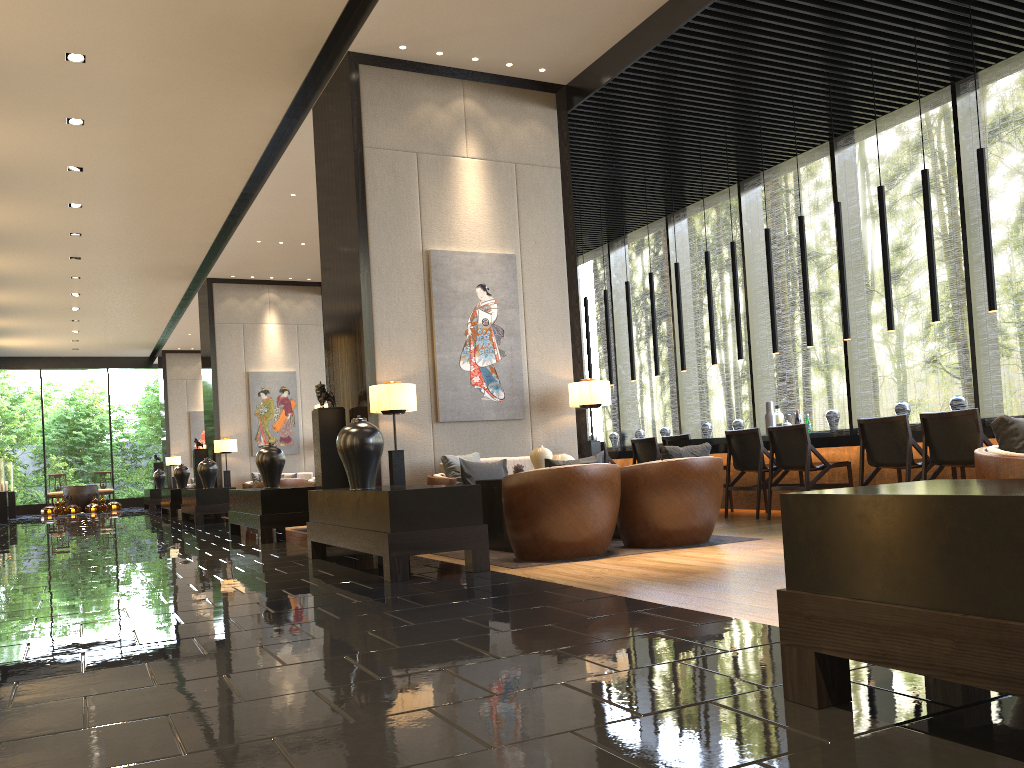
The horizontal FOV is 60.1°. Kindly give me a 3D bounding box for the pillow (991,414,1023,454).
[{"bbox_3d":[1.730,0.269,2.820,0.398,0.361,0.223,-2,-3,-26],"label":"pillow"}]

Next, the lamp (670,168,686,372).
[{"bbox_3d":[1.918,-1.352,10.294,0.060,2.416,0.060,-2,-2,-31],"label":"lamp"}]

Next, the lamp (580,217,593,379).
[{"bbox_3d":[1.012,-1.134,12.130,0.060,2.416,0.060,-2,-2,-31],"label":"lamp"}]

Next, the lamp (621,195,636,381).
[{"bbox_3d":[1.463,-1.243,11.216,0.060,2.416,0.060,-2,-2,-31],"label":"lamp"}]

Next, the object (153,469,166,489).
[{"bbox_3d":[-8.812,2.366,22.137,0.311,0.492,0.312,-3,-3,-8],"label":"object"}]

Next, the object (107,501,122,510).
[{"bbox_3d":[-10.675,3.270,23.747,0.370,0.229,0.370,-6,-5,36],"label":"object"}]

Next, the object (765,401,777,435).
[{"bbox_3d":[2.650,0.353,9.079,0.113,0.344,0.113,-2,-2,-31],"label":"object"}]

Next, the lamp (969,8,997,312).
[{"bbox_3d":[3.623,-1.761,6.838,0.060,2.416,0.060,-3,-2,-21],"label":"lamp"}]

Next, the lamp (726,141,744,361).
[{"bbox_3d":[2.352,-1.456,9.414,0.060,2.416,0.060,-2,-2,-31],"label":"lamp"}]

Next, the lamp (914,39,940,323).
[{"bbox_3d":[3.402,-1.708,7.287,0.060,2.416,0.060,-2,-2,-31],"label":"lamp"}]

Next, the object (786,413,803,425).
[{"bbox_3d":[2.940,0.410,9.210,0.168,0.219,0.169,-2,-3,-31],"label":"object"}]

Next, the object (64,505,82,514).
[{"bbox_3d":[-11.309,3.224,22.805,0.369,0.229,0.371,-3,-4,-4],"label":"object"}]

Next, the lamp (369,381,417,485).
[{"bbox_3d":[-0.932,0.658,7.161,0.375,1.345,0.375,-4,-2,25],"label":"lamp"}]

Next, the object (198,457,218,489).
[{"bbox_3d":[-4.821,1.408,14.047,0.311,0.492,0.312,-3,-3,-8],"label":"object"}]

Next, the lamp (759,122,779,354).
[{"bbox_3d":[2.583,-1.511,8.946,0.060,2.416,0.060,-2,-2,-31],"label":"lamp"}]

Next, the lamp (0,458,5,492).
[{"bbox_3d":[-11.287,1.996,19.359,0.336,0.728,0.338,-2,-3,-25],"label":"lamp"}]

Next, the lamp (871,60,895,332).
[{"bbox_3d":[3.205,-1.661,7.686,0.060,2.416,0.060,-2,-2,-31],"label":"lamp"}]

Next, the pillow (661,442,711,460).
[{"bbox_3d":[1.178,0.590,6.060,0.398,0.361,0.223,-2,-3,-26],"label":"pillow"}]

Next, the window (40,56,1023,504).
[{"bbox_3d":[-3.901,-0.187,11.923,12.044,4.217,32.003,-1,-6,-26],"label":"window"}]

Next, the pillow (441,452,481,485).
[{"bbox_3d":[-0.389,0.777,7.439,0.201,0.399,0.433,-6,-4,42],"label":"pillow"}]

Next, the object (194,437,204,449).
[{"bbox_3d":[-5.620,1.063,15.870,0.161,0.217,0.102,-1,-3,-38],"label":"object"}]

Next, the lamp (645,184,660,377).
[{"bbox_3d":[1.690,-1.297,10.756,0.060,2.416,0.060,-2,-2,-31],"label":"lamp"}]

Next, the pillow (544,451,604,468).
[{"bbox_3d":[0.411,0.606,5.677,0.441,0.337,0.205,-2,-3,-19],"label":"pillow"}]

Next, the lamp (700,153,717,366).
[{"bbox_3d":[2.162,-1.410,9.800,0.060,2.416,0.060,-2,-2,-31],"label":"lamp"}]

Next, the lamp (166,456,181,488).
[{"bbox_3d":[-8.849,2.556,23.210,0.375,1.348,0.375,-4,-2,3],"label":"lamp"}]

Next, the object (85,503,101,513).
[{"bbox_3d":[-10.898,3.218,23.014,0.369,0.229,0.371,-2,-5,-24],"label":"object"}]

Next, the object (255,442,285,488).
[{"bbox_3d":[-2.602,0.876,9.549,0.312,0.492,0.311,-6,-4,45],"label":"object"}]

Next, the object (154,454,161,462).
[{"bbox_3d":[-9.581,2.000,23.905,0.176,0.245,0.116,-2,-3,-21],"label":"object"}]

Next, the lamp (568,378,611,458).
[{"bbox_3d":[0.735,0.630,7.988,0.375,1.348,0.375,-4,-2,3],"label":"lamp"}]

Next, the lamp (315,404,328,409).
[{"bbox_3d":[-1.730,0.864,8.780,0.375,1.316,0.375,-4,-2,17],"label":"lamp"}]

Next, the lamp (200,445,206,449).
[{"bbox_3d":[-5.675,1.794,16.775,0.375,1.348,0.376,-3,-2,-8],"label":"lamp"}]

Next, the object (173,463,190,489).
[{"bbox_3d":[-6.523,1.816,17.497,0.311,0.492,0.312,-3,-3,-8],"label":"object"}]

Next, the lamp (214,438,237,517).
[{"bbox_3d":[-4.876,1.602,15.155,0.375,1.348,0.376,-3,-2,-8],"label":"lamp"}]

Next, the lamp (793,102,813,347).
[{"bbox_3d":[2.789,-1.561,8.529,0.060,2.416,0.060,-2,-2,-31],"label":"lamp"}]

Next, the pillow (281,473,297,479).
[{"bbox_3d":[-3.510,1.546,13.623,0.441,0.337,0.205,-2,-3,-19],"label":"pillow"}]

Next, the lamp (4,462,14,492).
[{"bbox_3d":[-12.584,2.307,21.989,0.336,0.728,0.338,-2,-3,-39],"label":"lamp"}]

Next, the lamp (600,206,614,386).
[{"bbox_3d":[1.237,-1.188,11.675,0.060,2.416,0.060,-2,-2,-31],"label":"lamp"}]

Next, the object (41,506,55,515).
[{"bbox_3d":[-12.063,3.293,23.079,0.369,0.229,0.371,-3,-4,-9],"label":"object"}]

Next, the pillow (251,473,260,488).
[{"bbox_3d":[-4.310,1.718,15.386,0.201,0.399,0.433,-6,-4,42],"label":"pillow"}]

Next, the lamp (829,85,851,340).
[{"bbox_3d":[2.990,-1.609,8.120,0.060,2.416,0.060,-2,-2,-31],"label":"lamp"}]

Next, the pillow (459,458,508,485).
[{"bbox_3d":[-0.229,0.780,7.345,0.471,0.360,0.220,-1,-3,-30],"label":"pillow"}]

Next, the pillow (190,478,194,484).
[{"bbox_3d":[-8.298,2.675,23.470,0.201,0.399,0.433,-6,-4,42],"label":"pillow"}]

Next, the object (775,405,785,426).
[{"bbox_3d":[2.765,0.376,9.183,0.129,0.305,0.129,-2,-3,-40],"label":"object"}]

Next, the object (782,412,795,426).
[{"bbox_3d":[2.797,0.402,9.010,0.135,0.217,0.136,-1,-3,-39],"label":"object"}]

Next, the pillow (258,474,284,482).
[{"bbox_3d":[-4.150,1.720,15.291,0.471,0.360,0.220,-1,-3,-30],"label":"pillow"}]
